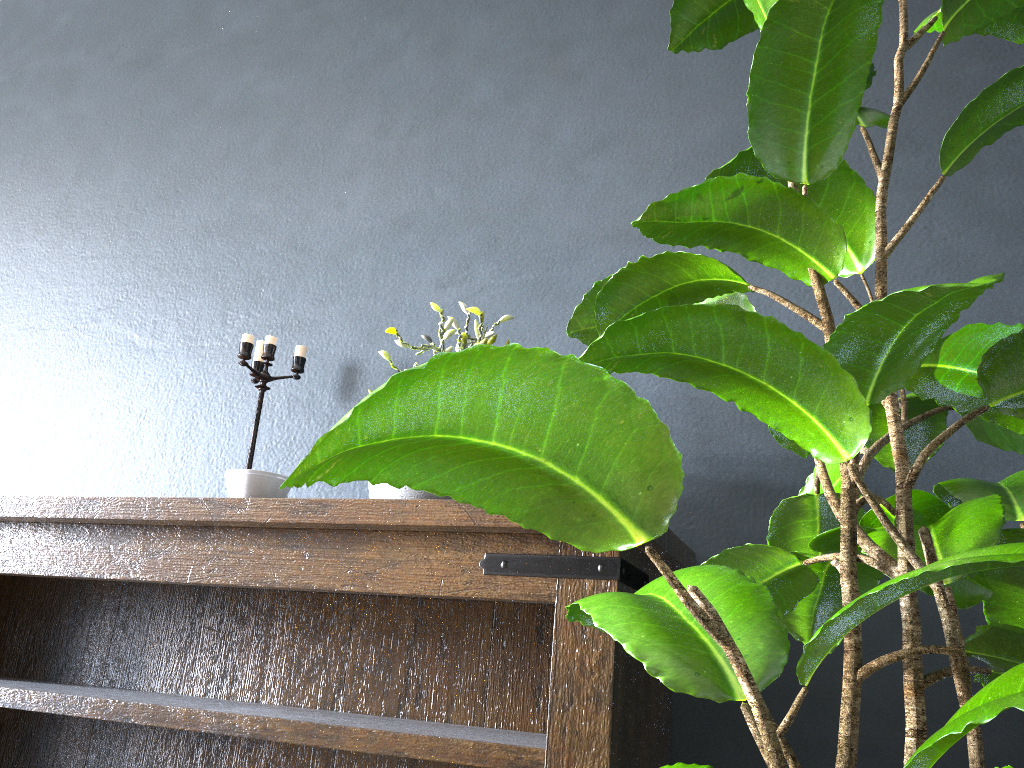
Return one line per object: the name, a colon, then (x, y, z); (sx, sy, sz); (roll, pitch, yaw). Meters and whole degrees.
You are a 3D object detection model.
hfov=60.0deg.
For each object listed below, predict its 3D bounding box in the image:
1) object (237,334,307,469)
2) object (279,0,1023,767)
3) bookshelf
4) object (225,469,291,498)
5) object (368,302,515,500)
object: (-0.548, 0.097, 1.877); (0.145, 0.435, 0.130); (16, -21, -30)
object: (0.367, 0.293, 0.819); (0.763, 1.890, 1.123); (0, -18, 15)
bookshelf: (-0.694, 0.819, 1.541); (1.919, 1.167, 0.453); (-2, -19, 21)
object: (-0.469, 0.200, 1.641); (0.118, 0.103, 0.256); (9, -19, -12)
object: (-0.135, 0.049, 1.585); (0.275, 0.410, 0.387); (5, -18, 0)
